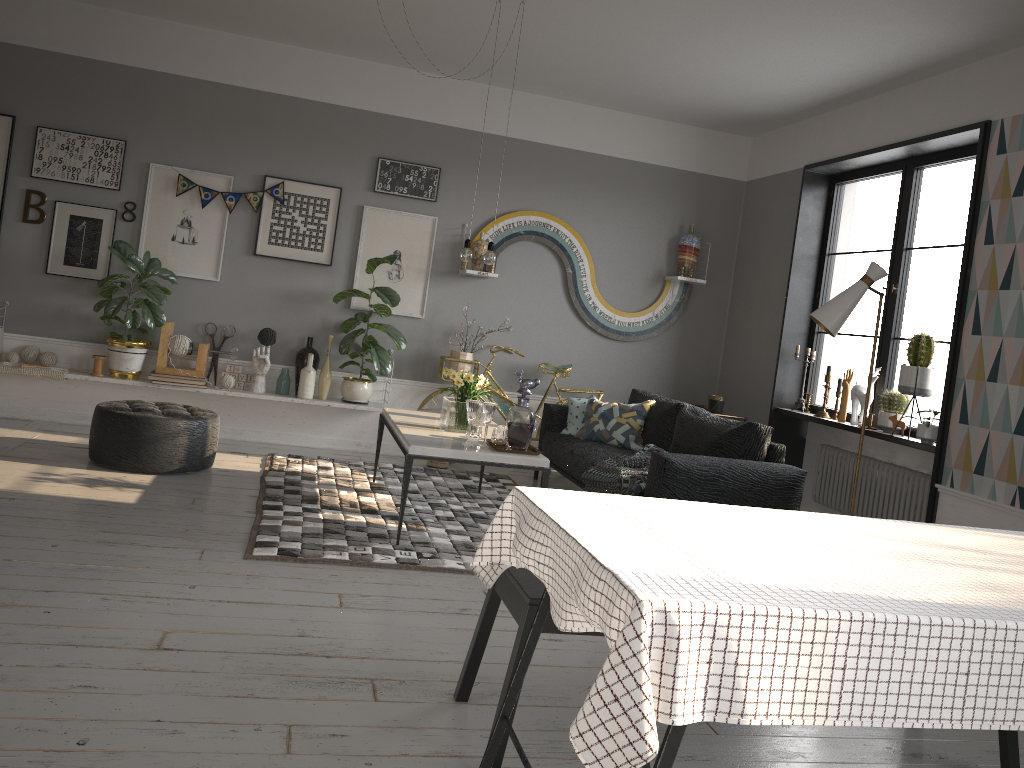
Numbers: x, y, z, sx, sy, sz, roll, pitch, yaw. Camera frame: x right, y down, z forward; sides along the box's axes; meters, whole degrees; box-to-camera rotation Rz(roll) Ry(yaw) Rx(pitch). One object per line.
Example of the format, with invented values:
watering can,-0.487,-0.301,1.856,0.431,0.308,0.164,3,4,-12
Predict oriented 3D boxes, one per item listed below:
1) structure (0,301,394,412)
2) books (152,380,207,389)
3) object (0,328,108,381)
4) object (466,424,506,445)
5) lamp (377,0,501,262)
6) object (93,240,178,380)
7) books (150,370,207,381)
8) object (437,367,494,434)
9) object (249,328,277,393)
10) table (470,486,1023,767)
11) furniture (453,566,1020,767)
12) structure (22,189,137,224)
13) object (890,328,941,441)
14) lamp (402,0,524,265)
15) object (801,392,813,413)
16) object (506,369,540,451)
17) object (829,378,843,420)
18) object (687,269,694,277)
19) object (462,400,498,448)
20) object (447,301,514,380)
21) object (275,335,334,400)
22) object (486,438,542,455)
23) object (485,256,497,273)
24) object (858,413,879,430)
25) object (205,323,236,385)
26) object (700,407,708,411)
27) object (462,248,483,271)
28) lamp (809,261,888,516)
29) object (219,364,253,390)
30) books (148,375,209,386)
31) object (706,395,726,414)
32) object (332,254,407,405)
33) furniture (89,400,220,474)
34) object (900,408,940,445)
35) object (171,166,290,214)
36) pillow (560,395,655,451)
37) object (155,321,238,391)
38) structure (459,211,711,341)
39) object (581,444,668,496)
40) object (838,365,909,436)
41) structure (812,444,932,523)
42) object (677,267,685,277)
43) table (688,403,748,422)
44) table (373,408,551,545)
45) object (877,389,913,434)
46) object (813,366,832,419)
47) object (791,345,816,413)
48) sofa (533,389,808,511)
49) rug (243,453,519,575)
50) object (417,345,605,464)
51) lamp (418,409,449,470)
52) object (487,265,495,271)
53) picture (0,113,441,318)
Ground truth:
structure,-2.262,-0.176,6.459,2.770,0.486,0.309,7,2,-14
books,-2.400,-0.012,6.402,0.367,0.021,0.298,6,4,-19
object,-3.243,-0.198,6.196,0.783,0.306,0.330,7,2,-13
object,-0.078,0.279,4.718,0.278,0.087,0.247,5,5,-36
lamp,-0.632,-1.494,4.638,1.390,1.535,0.075,6,2,-45
object,-2.677,-0.514,6.253,0.508,0.963,0.548,7,1,-29
books,-2.409,-0.061,6.403,0.378,0.017,0.230,7,4,-17
object,-0.269,0.092,5.044,0.324,0.351,0.353,7,2,-12
object,-1.843,-0.178,6.546,0.154,0.483,0.137,8,1,-14
table,0.943,0.776,1.934,2.021,0.783,0.935,7,3,-14
furniture,0.708,0.856,2.693,1.666,0.455,0.467,7,2,-14
structure,-3.103,-1.235,6.369,0.737,0.263,0.024,7,0,-14
object,2.396,-0.005,5.242,0.227,0.670,0.237,7,1,-43
lamp,-0.497,-1.473,4.608,1.390,1.535,0.075,6,2,-45
object,2.185,0.136,6.528,0.084,0.151,0.085,8,1,-10
object,0.056,0.137,4.557,0.156,0.417,0.148,8,1,5
object,2.260,0.099,6.136,0.076,0.300,0.075,8,0,17
object,1.461,-0.906,7.241,0.050,0.058,0.050,7,2,-24
object,-0.171,0.205,4.559,0.167,0.227,0.082,8,1,-2
object,-0.251,-0.316,6.859,0.488,0.641,0.253,8,1,4
object,-1.536,-0.144,6.606,0.333,0.488,0.284,9,2,36
object,0.003,0.328,4.618,0.246,0.015,0.319,7,4,-14
object,-0.165,-0.932,6.883,0.085,0.139,0.086,7,1,-21
object,2.301,0.239,5.683,0.123,0.099,0.123,8,3,9
object,-2.199,-0.219,6.593,0.221,0.463,0.019,8,0,-14
object,1.536,0.211,7.270,0.246,0.015,0.319,7,4,-14
object,-0.301,-0.958,6.834,0.197,0.166,0.060,9,1,20
lamp,1.951,0.283,4.272,1.243,1.701,0.682,7,1,-16
object,-2.037,-0.053,6.601,0.264,0.173,0.078,7,1,-8
books,-2.407,-0.037,6.394,0.383,0.029,0.261,7,4,-13
object,1.591,0.172,6.917,0.142,0.160,0.138,9,2,24
object,-1.077,-0.419,6.671,0.569,1.149,0.414,8,1,26
furniture,-2.187,0.312,5.435,0.733,0.356,0.739,6,4,-27
object,2.380,0.240,5.069,0.246,0.203,0.171,7,2,-11
object,-2.115,-1.433,6.572,0.912,0.339,0.057,7,1,-14
pillow,0.704,0.249,6.357,0.442,0.361,0.803,6,4,-32
object,-2.269,-0.203,6.426,0.544,0.440,0.239,7,1,-14
structure,0.589,-0.869,7.132,2.018,0.955,0.267,7,1,-14
object,0.734,0.548,5.109,0.489,0.328,0.670,7,3,-19
object,2.327,0.090,5.695,0.134,0.409,0.665,8,3,-13
structure,2.362,0.703,5.804,0.148,0.427,1.228,8,4,-16
object,1.388,-0.918,7.258,0.060,0.079,0.060,7,2,-25
table,1.528,0.538,7.123,0.338,0.679,0.745,8,2,-14
table,-0.353,0.516,5.046,0.730,0.510,1.462,7,4,-14
object,2.401,0.168,5.554,0.212,0.283,0.236,6,2,-40
object,2.199,0.049,6.193,0.123,0.375,0.123,8,1,-9
object,2.130,-0.040,6.508,0.145,0.490,0.162,8,1,22
sofa,0.877,0.496,5.766,0.968,0.796,2.351,7,4,-15
rug,-0.590,0.713,5.229,1.766,0.034,2.537,7,4,-14
object,0.066,0.202,6.977,1.621,0.969,0.428,7,1,-22
lamp,-0.531,0.410,6.630,0.433,0.437,0.432,8,2,17
object,-0.163,-0.909,6.965,0.062,0.081,0.063,7,2,-38
picture,-3.663,-1.258,4.150,7.277,1.793,4.056,7,4,-14
